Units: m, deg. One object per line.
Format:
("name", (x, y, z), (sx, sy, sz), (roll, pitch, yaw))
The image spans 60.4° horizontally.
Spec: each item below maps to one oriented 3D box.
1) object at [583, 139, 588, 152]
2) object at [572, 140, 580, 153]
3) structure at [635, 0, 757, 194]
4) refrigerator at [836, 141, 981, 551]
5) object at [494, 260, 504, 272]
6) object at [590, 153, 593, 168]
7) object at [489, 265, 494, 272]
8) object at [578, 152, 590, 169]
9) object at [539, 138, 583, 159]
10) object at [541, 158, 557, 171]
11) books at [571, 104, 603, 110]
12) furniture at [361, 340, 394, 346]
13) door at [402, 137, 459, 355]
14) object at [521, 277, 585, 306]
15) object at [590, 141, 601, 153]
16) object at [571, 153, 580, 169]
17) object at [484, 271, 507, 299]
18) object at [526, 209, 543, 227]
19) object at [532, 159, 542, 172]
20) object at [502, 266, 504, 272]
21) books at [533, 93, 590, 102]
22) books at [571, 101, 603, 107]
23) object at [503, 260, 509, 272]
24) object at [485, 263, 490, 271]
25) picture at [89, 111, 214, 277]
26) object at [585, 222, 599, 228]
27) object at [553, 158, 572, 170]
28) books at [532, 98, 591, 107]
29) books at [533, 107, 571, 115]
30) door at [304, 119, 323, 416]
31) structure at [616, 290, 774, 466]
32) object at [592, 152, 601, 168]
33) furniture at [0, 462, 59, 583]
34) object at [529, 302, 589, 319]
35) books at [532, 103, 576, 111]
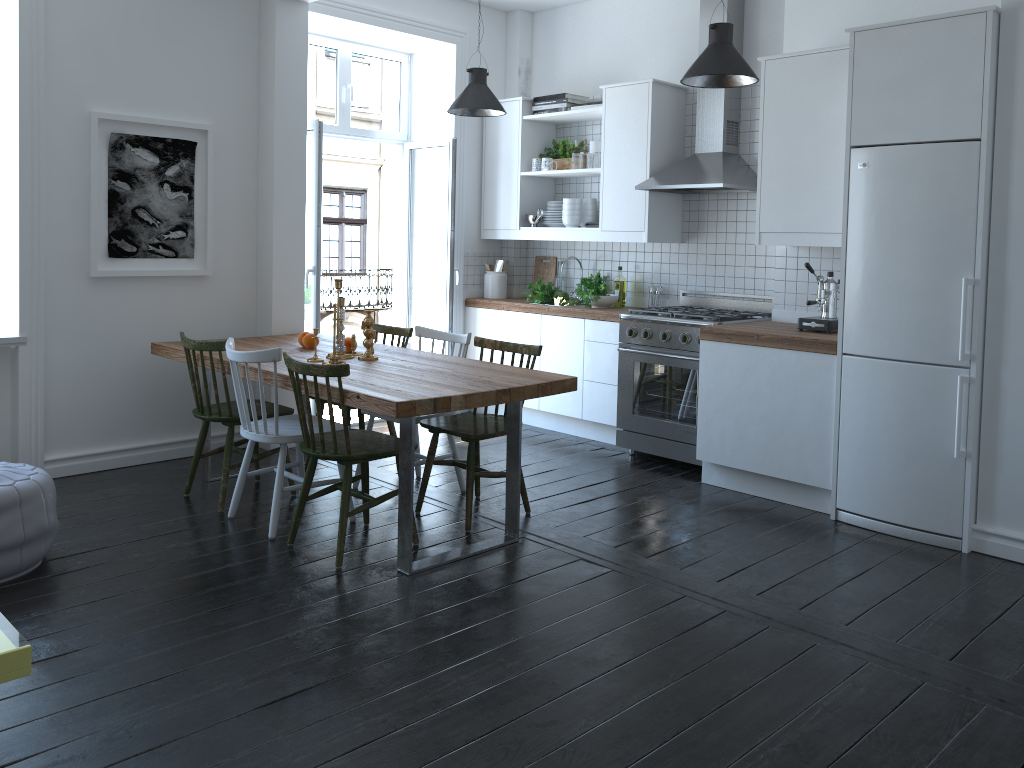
("object", (0.531, -1.656, 6.384), (0.056, 0.232, 0.056), (-1, 4, -42))
("object", (0.465, -1.655, 6.390), (0.060, 0.223, 0.060), (3, 3, 28))
("structure", (1.196, -1.850, 5.454), (0.530, 1.296, 0.637), (-2, 5, -45))
("refrigerator", (2.009, -0.221, 4.249), (0.682, 1.790, 0.579), (-2, 5, -45))
("object", (-0.119, -0.806, 6.751), (0.064, 0.288, 0.141), (2, 4, 19))
("object", (0.565, -1.549, 6.146), (0.086, 0.119, 0.087), (3, 5, 14))
("object", (-0.151, -0.789, 6.762), (0.061, 0.250, 0.118), (1, 4, -15))
("object", (0.501, -1.540, 6.082), (0.086, 0.119, 0.087), (-1, 5, -22))
("object", (0.349, -1.694, 6.526), (0.349, 0.252, 0.164), (6, 7, 35))
("object", (0.265, -1.582, 6.367), (0.109, 0.099, 0.083), (6, 7, 34))
("books", (0.624, -1.920, 6.169), (0.352, 0.037, 0.262), (10, 13, 44))
("furniture", (-1.207, -0.144, 7.683), (0.402, 0.372, 0.927), (-5, 10, -44))
("door", (-0.643, -0.832, 6.666), (0.588, 2.013, 0.105), (4, 4, 40))
("object", (0.291, -0.608, 6.281), (0.470, 0.305, 0.286), (4, 6, 18))
("object", (0.597, -1.624, 6.305), (0.085, 0.221, 0.085), (-1, 4, -38))
("object", (0.452, -1.552, 6.153), (0.086, 0.119, 0.087), (-1, 5, -22))
("object", (-0.126, -0.760, 6.745), (0.174, 0.207, 0.175), (-3, 7, -40))
("object", (0.166, -1.208, 6.419), (0.102, 0.133, 0.212), (-2, 8, -32))
("object", (0.190, -1.600, 6.466), (0.083, 0.099, 0.109), (3, 6, 14))
("object", (-0.078, -0.785, 6.754), (0.050, 0.246, 0.115), (2, 4, 10))
("books", (0.361, -2.076, 6.437), (0.260, 0.038, 0.328), (-7, 12, -42))
("books", (0.631, -1.947, 6.174), (0.276, 0.016, 0.343), (-7, 13, -43))
("object", (-0.074, -0.806, 6.745), (0.131, 0.294, 0.057), (3, 3, 25))
("object", (-0.173, -0.793, 6.751), (0.054, 0.261, 0.150), (2, 4, 20))
("picture", (-2.045, -1.059, 5.003), (0.690, 0.882, 0.083), (-4, 5, -45))
("object", (0.617, -1.099, 6.107), (0.247, 0.042, 0.278), (8, 11, 37))
("object", (0.399, -1.598, 6.477), (0.154, 0.102, 0.396), (-6, 11, -44))
("books", (0.372, -2.040, 6.433), (0.289, 0.030, 0.354), (-8, 13, -44))
("books", (0.369, -1.972, 6.434), (0.260, 0.043, 0.354), (-7, 12, -42))
("door", (-1.449, -0.722, 5.873), (0.105, 2.013, 0.589), (-1, 4, -39))
("structure", (1.117, -0.045, 5.434), (0.724, 1.013, 0.704), (-3, 7, -44))
("object", (0.594, -1.535, 6.064), (0.086, 0.119, 0.087), (3, 5, 14))
("furniture", (-2.114, 0.536, 3.437), (0.613, 0.416, 0.618), (7, 9, 39))
("object", (0.355, -0.522, 6.310), (0.355, 0.110, 0.374), (-7, 12, -44))
("books", (0.355, -2.010, 6.434), (0.331, 0.030, 0.261), (10, 13, 43))
